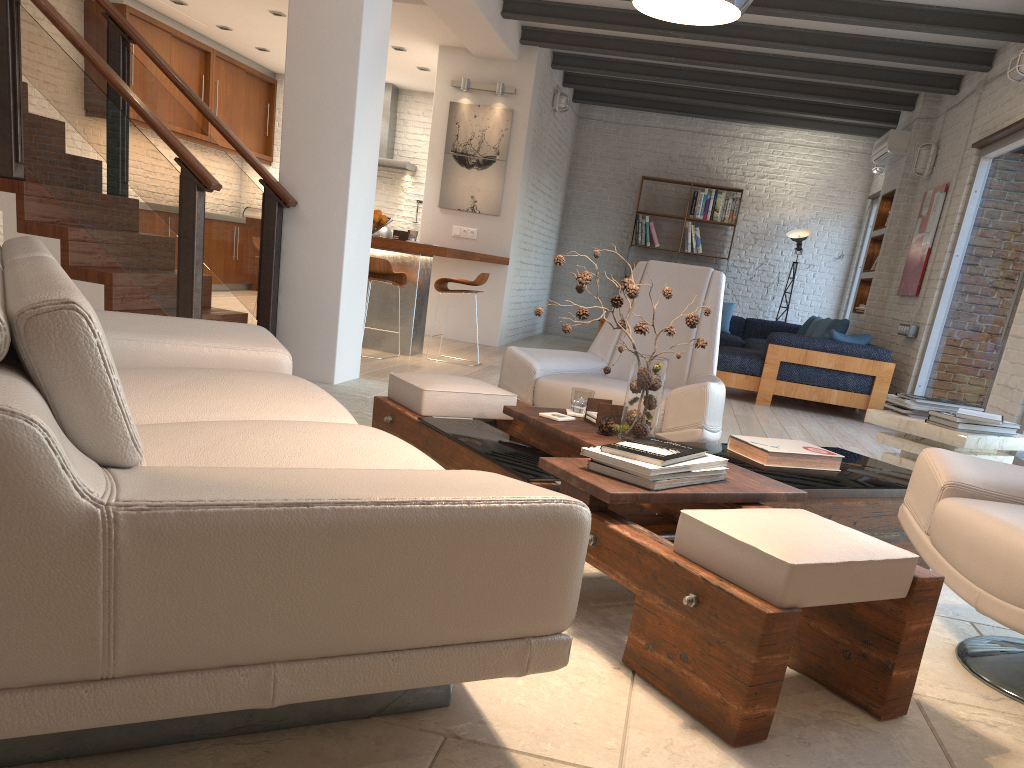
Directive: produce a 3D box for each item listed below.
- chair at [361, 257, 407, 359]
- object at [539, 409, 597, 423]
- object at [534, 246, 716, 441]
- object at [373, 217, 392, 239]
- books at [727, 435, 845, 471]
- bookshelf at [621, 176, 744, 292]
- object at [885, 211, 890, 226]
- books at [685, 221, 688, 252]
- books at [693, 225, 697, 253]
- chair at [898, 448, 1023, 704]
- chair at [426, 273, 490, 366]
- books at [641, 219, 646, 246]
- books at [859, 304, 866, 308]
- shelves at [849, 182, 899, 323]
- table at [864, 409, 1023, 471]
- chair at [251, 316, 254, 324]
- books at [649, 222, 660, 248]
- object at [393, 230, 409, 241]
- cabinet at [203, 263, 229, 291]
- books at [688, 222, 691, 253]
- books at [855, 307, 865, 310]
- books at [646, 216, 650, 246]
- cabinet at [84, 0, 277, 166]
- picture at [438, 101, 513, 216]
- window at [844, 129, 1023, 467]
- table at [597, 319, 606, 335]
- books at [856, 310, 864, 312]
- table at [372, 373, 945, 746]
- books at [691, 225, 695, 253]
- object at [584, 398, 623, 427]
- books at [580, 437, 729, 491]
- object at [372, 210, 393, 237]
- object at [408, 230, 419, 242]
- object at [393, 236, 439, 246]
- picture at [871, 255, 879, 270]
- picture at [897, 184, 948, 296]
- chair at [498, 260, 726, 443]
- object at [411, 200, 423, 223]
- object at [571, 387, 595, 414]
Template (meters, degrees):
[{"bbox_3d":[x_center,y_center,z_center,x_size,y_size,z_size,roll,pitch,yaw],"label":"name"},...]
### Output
[{"bbox_3d":[-1.129,-0.626,7.055,0.403,0.808,0.405,11,15,9],"label":"chair"},{"bbox_3d":[0.218,0.105,3.150,0.272,0.036,0.238,6,9,-19],"label":"object"},{"bbox_3d":[0.319,-0.128,2.779,0.544,0.633,0.301,4,16,-19],"label":"object"},{"bbox_3d":[-1.704,-2.085,11.558,0.257,0.287,0.257,16,15,30],"label":"object"},{"bbox_3d":[0.996,0.251,3.188,0.328,0.059,0.244,6,9,-20],"label":"books"},{"bbox_3d":[2.205,-1.532,11.749,1.312,2.297,0.349,10,17,8],"label":"bookshelf"},{"bbox_3d":[4.024,-1.770,9.218,0.111,0.253,0.209,13,14,17],"label":"object"},{"bbox_3d":[2.332,-1.959,11.639,0.101,0.400,0.234,11,15,10],"label":"books"},{"bbox_3d":[2.438,-1.922,11.625,0.124,0.363,0.261,11,14,10],"label":"books"},{"bbox_3d":[1.745,0.360,2.290,0.986,1.041,0.981,7,13,-6],"label":"chair"},{"bbox_3d":[-0.437,-0.580,7.477,0.421,0.808,0.388,11,15,9],"label":"chair"},{"bbox_3d":[1.775,-2.033,11.738,0.102,0.348,0.245,11,14,10],"label":"books"},{"bbox_3d":[3.869,-0.843,9.535,0.131,0.035,0.200,12,9,19],"label":"books"},{"bbox_3d":[3.979,-1.361,9.389,0.191,1.488,0.737,11,15,10],"label":"shelves"},{"bbox_3d":[1.864,0.419,3.849,0.495,0.526,0.474,1,15,-30],"label":"table"},{"bbox_3d":[-2.093,-0.864,7.714,0.421,0.808,0.388,11,15,9],"label":"chair"},{"bbox_3d":[1.916,-2.000,11.712,0.194,0.332,0.245,11,14,9],"label":"books"},{"bbox_3d":[-0.937,-1.251,7.358,0.094,0.085,0.110,0,14,-35],"label":"object"},{"bbox_3d":[-2.581,-2.447,10.726,4.793,2.954,2.166,3,15,-26],"label":"cabinet"},{"bbox_3d":[2.364,-1.949,11.612,0.103,0.400,0.234,11,15,10],"label":"books"},{"bbox_3d":[3.863,-0.817,9.537,0.170,0.019,0.228,10,8,11],"label":"books"},{"bbox_3d":[1.826,-2.044,11.694,0.121,0.397,0.234,11,15,10],"label":"books"},{"bbox_3d":[-3.753,-3.444,10.299,0.459,1.209,3.227,11,9,10],"label":"cabinet"},{"bbox_3d":[-0.376,-2.290,8.893,0.652,1.059,0.019,10,17,8],"label":"picture"},{"bbox_3d":[3.799,-2.541,4.950,0.644,6.662,11.907,11,10,10],"label":"window"},{"bbox_3d":[1.371,-0.431,9.573,1.067,0.465,1.775,11,9,15],"label":"table"},{"bbox_3d":[3.854,-0.793,9.557,0.160,0.018,0.245,11,8,19],"label":"books"},{"bbox_3d":[0.649,0.390,3.017,1.973,0.448,2.115,4,10,-30],"label":"table"},{"bbox_3d":[2.415,-1.925,11.619,0.124,0.363,0.261,11,14,10],"label":"books"},{"bbox_3d":[0.327,0.104,3.103,0.094,0.085,0.109,4,12,-18],"label":"object"},{"bbox_3d":[0.410,0.216,2.419,0.242,0.077,0.397,16,11,41],"label":"books"},{"bbox_3d":[-1.193,-1.366,7.380,0.367,0.231,0.348,4,12,-25],"label":"object"},{"bbox_3d":[-0.828,-1.235,7.265,0.090,0.088,0.089,14,14,24],"label":"object"},{"bbox_3d":[-0.823,-1.201,7.307,0.392,0.036,0.192,10,8,12],"label":"object"},{"bbox_3d":[3.995,-1.343,9.442,0.102,0.255,0.185,8,14,1],"label":"picture"},{"bbox_3d":[3.788,-1.305,8.073,0.019,1.000,0.715,11,14,10],"label":"picture"},{"bbox_3d":[0.598,-0.078,4.168,1.009,1.060,0.948,14,14,25],"label":"chair"},{"bbox_3d":[-1.017,-2.235,11.727,0.666,0.407,0.134,10,16,8],"label":"object"},{"bbox_3d":[0.255,0.063,3.215,0.091,0.088,0.087,1,15,-31],"label":"object"}]
